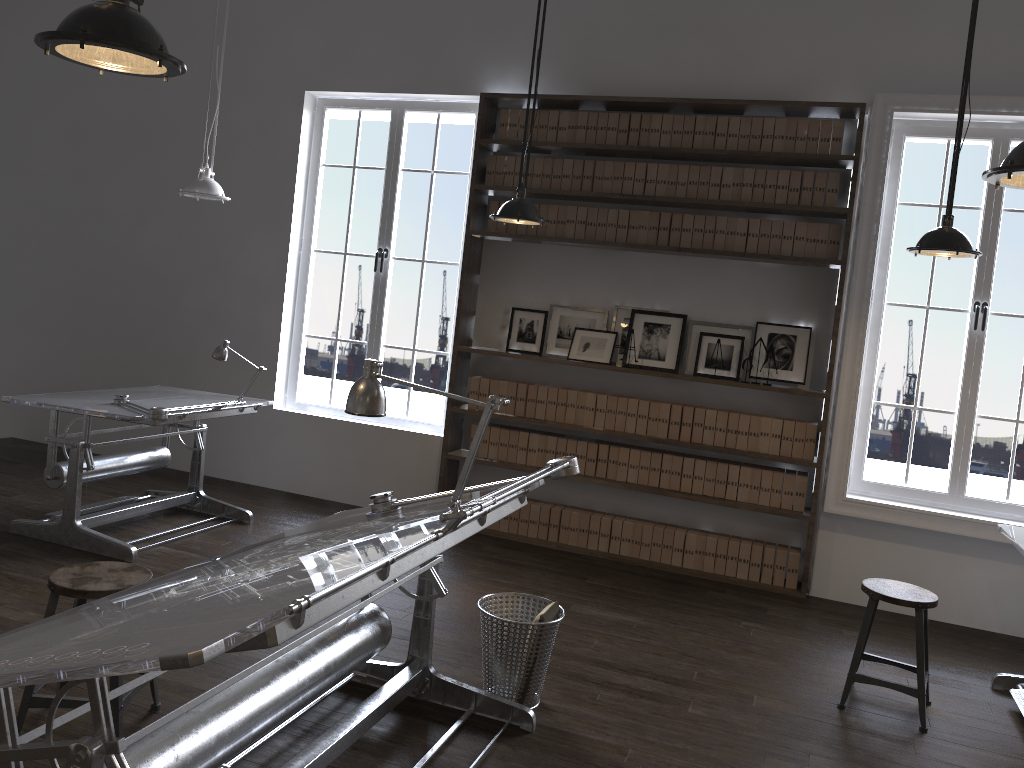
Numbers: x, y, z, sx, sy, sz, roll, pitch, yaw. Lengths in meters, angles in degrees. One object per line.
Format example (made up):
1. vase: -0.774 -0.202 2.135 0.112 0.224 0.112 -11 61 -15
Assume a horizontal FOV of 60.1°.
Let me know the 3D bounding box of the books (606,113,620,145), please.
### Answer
1. books: 0.689 -1.681 5.918 0.067 0.225 0.174 7 3 19

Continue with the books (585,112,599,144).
1. books: 0.557 -1.700 5.968 0.067 0.225 0.174 7 3 19

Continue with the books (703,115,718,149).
1. books: 1.285 -1.598 5.711 0.067 0.225 0.174 7 3 19

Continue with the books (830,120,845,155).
1. books: 2.005 -1.497 5.465 0.067 0.225 0.174 7 3 19

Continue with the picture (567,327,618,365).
1. picture: 0.542 -0.254 5.963 0.300 0.228 0.144 8 3 19

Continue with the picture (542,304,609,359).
1. picture: 0.435 -0.347 6.080 0.416 0.364 0.083 8 2 19

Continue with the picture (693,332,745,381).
1. picture: 1.340 -0.178 5.726 0.290 0.290 0.127 7 3 19

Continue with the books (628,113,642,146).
1. books: 0.826 -1.662 5.870 0.067 0.225 0.174 7 3 19

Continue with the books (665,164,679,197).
1. books: 1.058 -1.309 5.794 0.067 0.225 0.174 7 3 19

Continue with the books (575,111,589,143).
1. books: 0.492 -1.709 5.984 0.067 0.225 0.174 7 3 19

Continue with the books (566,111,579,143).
1. books: 0.430 -1.718 6.010 0.067 0.225 0.174 7 3 19

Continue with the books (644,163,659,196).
1. books: 0.929 -1.327 5.834 0.067 0.225 0.174 7 3 19

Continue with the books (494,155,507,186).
1. books: -0.056 -1.465 6.177 0.067 0.225 0.174 7 3 19

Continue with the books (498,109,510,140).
1. books: -0.031 -1.782 6.164 0.067 0.225 0.174 7 3 19

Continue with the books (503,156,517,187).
1. books: 0.009 -1.455 6.151 0.067 0.225 0.174 7 3 19

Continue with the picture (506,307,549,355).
1. picture: 0.106 -0.370 6.213 0.267 0.314 0.058 7 2 19

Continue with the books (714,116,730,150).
1. books: 1.353 -1.588 5.687 0.067 0.225 0.174 7 3 19

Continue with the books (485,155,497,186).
1. books: -0.121 -1.474 6.202 0.067 0.225 0.174 7 3 19

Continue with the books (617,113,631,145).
1. books: 0.757 -1.672 5.900 0.067 0.225 0.174 7 3 19

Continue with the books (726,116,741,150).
1. books: 1.422 -1.579 5.667 0.067 0.225 0.174 7 3 19

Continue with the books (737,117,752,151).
1. books: 1.489 -1.570 5.648 0.067 0.225 0.174 7 3 19

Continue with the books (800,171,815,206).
1. books: 1.840 -1.200 5.520 0.067 0.225 0.174 7 3 19

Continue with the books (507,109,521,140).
1. books: 0.037 -1.772 6.141 0.067 0.225 0.174 7 3 19

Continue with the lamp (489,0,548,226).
1. lamp: 0.158 -1.977 4.657 0.312 2.248 0.311 6 2 -2

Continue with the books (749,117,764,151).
1. books: 1.554 -1.561 5.624 0.067 0.225 0.174 7 3 19

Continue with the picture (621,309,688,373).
1. picture: 0.942 -0.285 5.854 0.374 0.390 0.149 7 3 19

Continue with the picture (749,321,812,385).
1. picture: 1.702 -0.198 5.615 0.344 0.364 0.161 7 3 19

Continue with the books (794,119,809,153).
1. books: 1.808 -1.525 5.531 0.067 0.225 0.174 7 3 19

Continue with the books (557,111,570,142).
1. books: 0.371 -1.726 6.029 0.067 0.225 0.174 7 3 19

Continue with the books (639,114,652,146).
1. books: 0.897 -1.652 5.852 0.067 0.225 0.174 7 3 19

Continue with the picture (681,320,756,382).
1. picture: 1.346 -0.216 5.768 0.434 0.360 0.095 8 2 19

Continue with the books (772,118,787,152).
1. books: 1.688 -1.542 5.576 0.067 0.225 0.174 7 3 19

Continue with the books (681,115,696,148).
1. books: 1.158 -1.616 5.761 0.067 0.225 0.174 7 3 19

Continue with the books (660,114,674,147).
1. books: 1.026 -1.634 5.804 0.067 0.225 0.174 7 3 19

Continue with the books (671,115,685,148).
1. books: 1.093 -1.625 5.785 0.067 0.225 0.174 7 3 19

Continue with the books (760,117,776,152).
1. books: 1.619 -1.551 5.598 0.067 0.225 0.174 7 3 19

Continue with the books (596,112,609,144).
1. books: 0.624 -1.691 5.945 0.067 0.225 0.174 7 3 19

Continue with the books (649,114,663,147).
1. books: 0.957 -1.644 5.824 0.067 0.225 0.174 7 3 19

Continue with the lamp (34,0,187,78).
1. lamp: -0.774 -1.843 1.949 0.314 2.248 0.310 8 3 39

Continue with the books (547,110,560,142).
1. books: 0.302 -1.735 6.051 0.067 0.225 0.174 7 3 19

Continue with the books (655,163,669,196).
1. books: 0.998 -1.317 5.812 0.067 0.225 0.174 7 3 19

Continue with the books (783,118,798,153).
1. books: 1.747 -1.534 5.557 0.067 0.225 0.174 7 3 19

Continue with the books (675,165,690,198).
1. books: 1.119 -1.300 5.768 0.067 0.225 0.174 7 3 19

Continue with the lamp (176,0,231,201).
1. lamp: -1.738 -2.241 5.305 0.312 2.248 0.311 6 2 -2

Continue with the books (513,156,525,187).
1. books: 0.078 -1.446 6.129 0.067 0.225 0.174 7 3 19

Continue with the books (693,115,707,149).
1. books: 1.227 -1.606 5.735 0.067 0.225 0.174 7 3 19

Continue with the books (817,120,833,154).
1. books: 1.940 -1.507 5.492 0.067 0.225 0.174 7 3 19

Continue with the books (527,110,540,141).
1. books: 0.172 -1.754 6.102 0.067 0.225 0.174 7 3 19

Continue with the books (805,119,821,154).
1. books: 1.874 -1.516 5.515 0.067 0.225 0.174 7 3 19

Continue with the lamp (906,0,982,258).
1. lamp: 2.085 -1.707 3.989 0.312 2.248 0.311 6 2 -2

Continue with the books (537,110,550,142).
1. books: 0.237 -1.745 6.077 0.067 0.225 0.174 7 3 19

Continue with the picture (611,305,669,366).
1. picture: 0.843 -0.311 5.944 0.370 0.405 0.091 7 2 19

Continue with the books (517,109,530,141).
1. books: 0.106 -1.763 6.121 0.067 0.225 0.174 7 3 19

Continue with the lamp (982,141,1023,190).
1. lamp: 1.456 -1.616 2.146 0.312 2.248 0.311 6 2 -2
